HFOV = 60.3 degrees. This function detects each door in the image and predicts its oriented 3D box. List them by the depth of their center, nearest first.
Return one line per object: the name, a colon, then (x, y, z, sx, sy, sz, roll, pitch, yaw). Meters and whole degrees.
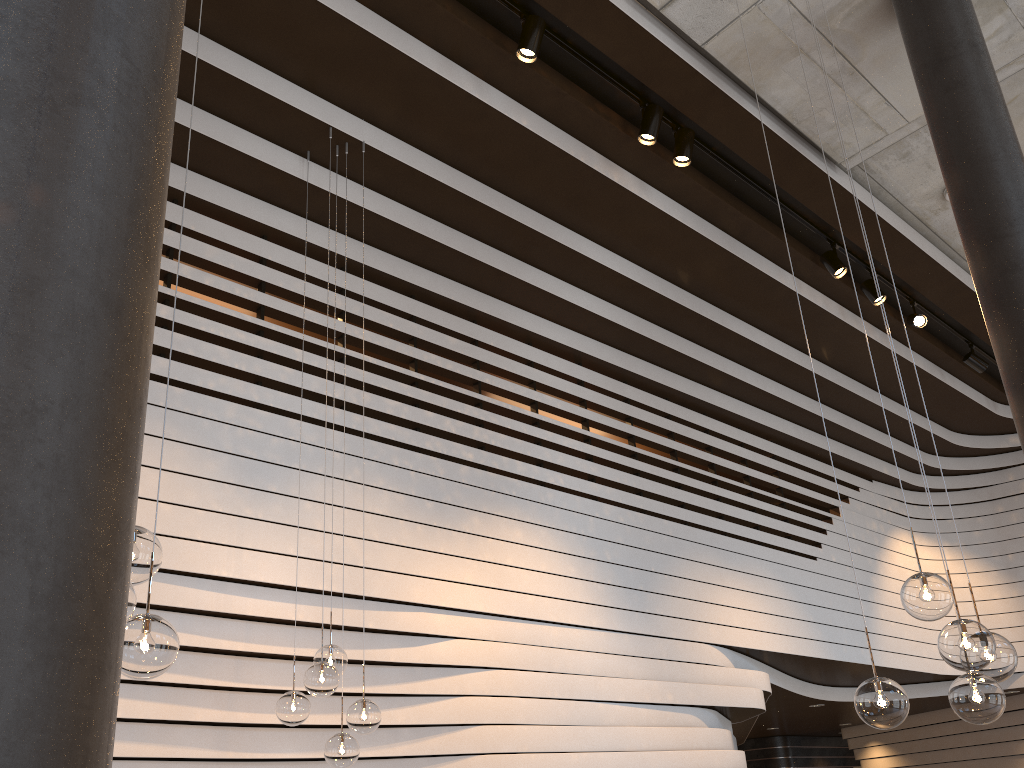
door: (5.770, 7.294, 14.992, 0.080, 2.601, 1.829, 12, -28, -35)

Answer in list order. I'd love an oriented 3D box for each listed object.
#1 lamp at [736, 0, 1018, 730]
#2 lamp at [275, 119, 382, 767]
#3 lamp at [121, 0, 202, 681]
lamp: (4.352, 1.035, 8.117, 42.327, 4.451, 9.295, 20, -34, -39)
lamp: (-1.037, -0.292, 4.975, 0.534, 4.539, 0.344, -7, -22, 8)
lamp: (-1.310, -1.348, 2.975, 0.665, 4.566, 0.320, 11, -26, -33)
